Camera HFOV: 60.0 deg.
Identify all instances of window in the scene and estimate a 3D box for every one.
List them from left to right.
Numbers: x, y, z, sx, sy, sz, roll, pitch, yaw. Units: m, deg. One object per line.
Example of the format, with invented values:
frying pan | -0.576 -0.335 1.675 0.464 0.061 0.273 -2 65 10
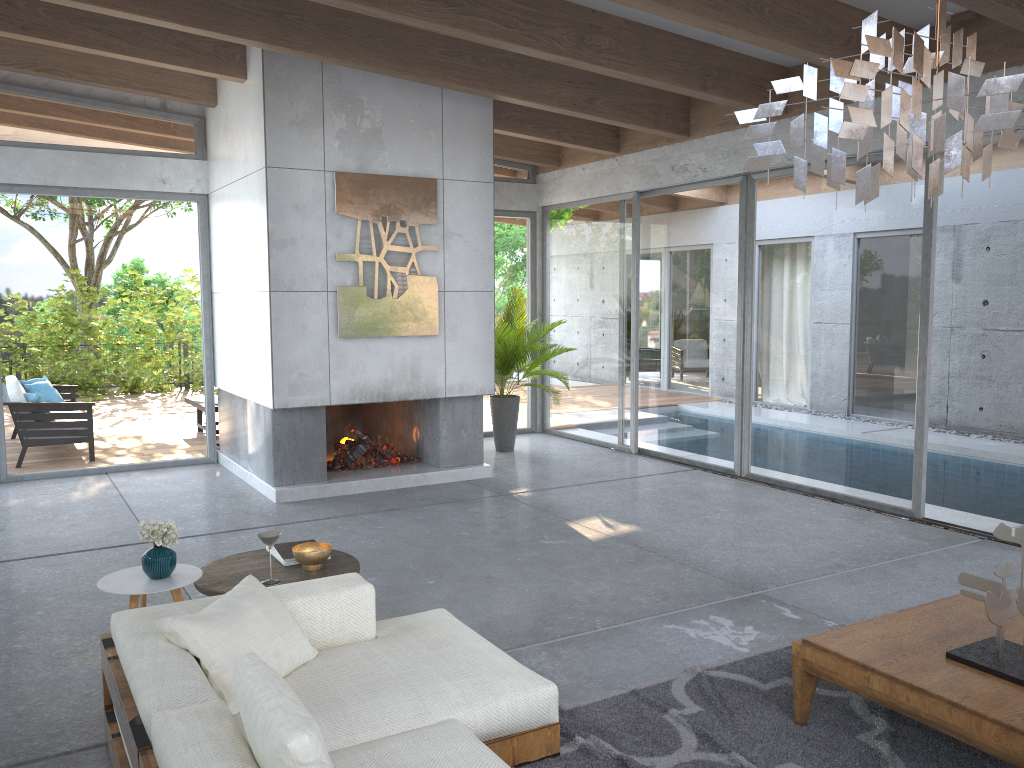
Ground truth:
window | 1.860 -0.489 2.754 14.294 3.764 23.280 -4 6 -30

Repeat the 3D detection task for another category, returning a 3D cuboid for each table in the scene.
table | -1.054 1.055 4.029 0.725 0.441 0.725 2 6 21
table | 1.810 1.167 3.217 1.048 0.352 1.112 -4 6 -30

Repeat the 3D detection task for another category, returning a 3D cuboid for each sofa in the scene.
sofa | 0.262 1.142 2.195 1.965 0.777 3.733 -4 6 -30

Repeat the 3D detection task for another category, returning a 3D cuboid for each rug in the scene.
rug | 1.298 1.337 2.996 3.186 0.056 2.187 -3 6 -30

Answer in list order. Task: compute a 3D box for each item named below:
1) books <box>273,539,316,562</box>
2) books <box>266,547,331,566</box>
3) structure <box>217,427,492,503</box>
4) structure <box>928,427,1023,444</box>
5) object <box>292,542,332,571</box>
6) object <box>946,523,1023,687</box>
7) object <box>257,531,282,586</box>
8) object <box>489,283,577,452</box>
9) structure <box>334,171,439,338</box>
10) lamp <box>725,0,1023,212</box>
books | -1.013 0.793 4.229 0.205 0.012 0.290 -3 6 -25
books | -1.021 0.806 4.228 0.220 0.015 0.303 -4 7 -31
structure | -1.607 0.539 8.618 2.012 0.595 2.203 -4 6 -30
structure | 6.812 0.830 8.242 0.477 0.068 13.673 -4 6 -30
object | -0.904 0.786 4.014 0.173 0.097 0.173 4 7 39
object | 1.775 0.734 3.181 0.346 0.518 0.379 -4 6 -30
object | -1.037 0.748 3.803 0.099 0.212 0.099 0 6 0
object | -0.077 -0.184 9.563 1.484 1.819 1.798 -3 6 -23
structure | -1.046 -1.075 7.488 0.919 1.351 0.041 -4 6 -30
lamp | 1.009 -1.185 2.403 0.862 1.400 0.636 1 6 16
